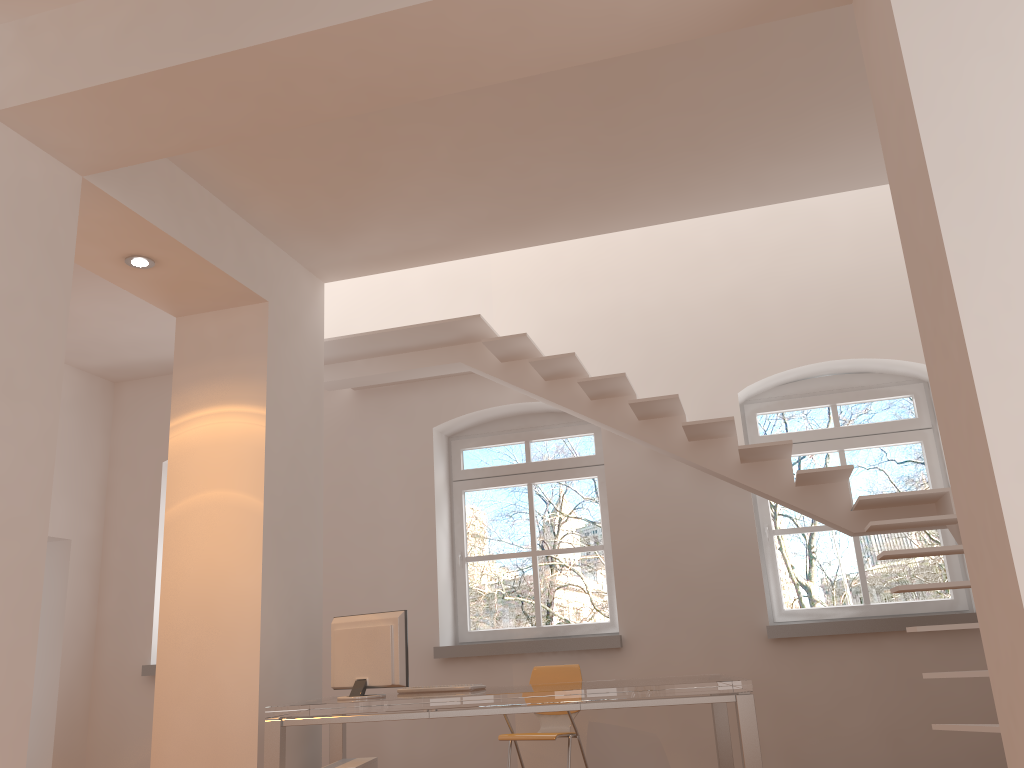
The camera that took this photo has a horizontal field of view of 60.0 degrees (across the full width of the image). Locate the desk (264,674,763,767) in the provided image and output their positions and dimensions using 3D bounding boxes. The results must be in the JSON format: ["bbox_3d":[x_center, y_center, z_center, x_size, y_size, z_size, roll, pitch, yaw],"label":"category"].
[{"bbox_3d":[0.035,1.928,4.460,2.239,0.750,1.092,-5,-17,5],"label":"desk"}]

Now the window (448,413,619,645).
[{"bbox_3d":[0.151,1.072,6.777,1.308,1.737,0.142,-8,-18,14],"label":"window"}]

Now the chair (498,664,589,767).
[{"bbox_3d":[0.201,2.148,5.375,0.495,0.829,0.464,-13,-19,28],"label":"chair"}]

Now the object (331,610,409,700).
[{"bbox_3d":[-0.785,1.404,4.586,0.245,0.418,0.516,13,-23,-43],"label":"object"}]

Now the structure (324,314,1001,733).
[{"bbox_3d":[0.578,0.720,4.510,4.630,3.042,3.450,-8,-18,14],"label":"structure"}]

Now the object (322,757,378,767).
[{"bbox_3d":[-0.864,2.240,4.714,0.200,0.422,0.474,-5,-17,5],"label":"object"}]

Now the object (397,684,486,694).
[{"bbox_3d":[-0.387,1.663,4.849,0.467,0.031,0.200,-11,-19,24],"label":"object"}]

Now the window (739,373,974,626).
[{"bbox_3d":[2.354,0.770,6.217,1.308,1.737,0.142,-8,-18,14],"label":"window"}]
